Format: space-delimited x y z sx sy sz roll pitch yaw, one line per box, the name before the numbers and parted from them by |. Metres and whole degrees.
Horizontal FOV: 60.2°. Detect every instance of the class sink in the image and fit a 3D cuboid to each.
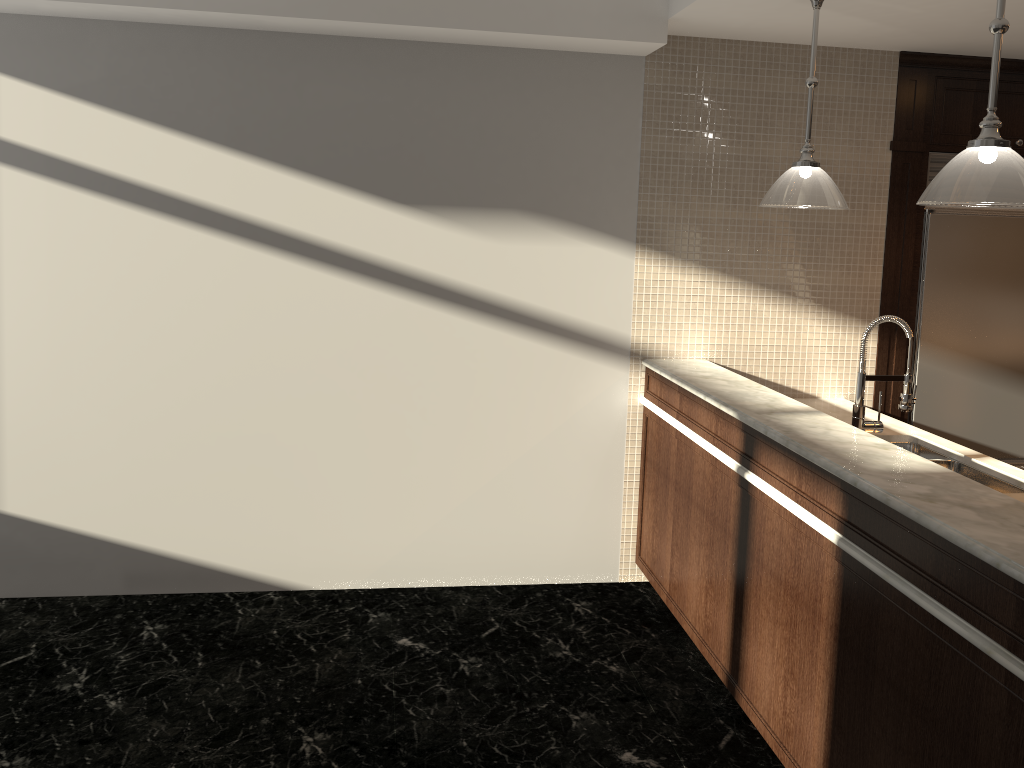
sink | 1.500 0.416 3.228 0.457 0.210 0.810 1 10 -9

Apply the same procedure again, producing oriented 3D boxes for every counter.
counter | 1.338 0.353 2.874 1.053 0.031 2.906 1 11 -9
counter | 0.988 0.170 2.795 0.328 0.031 2.891 1 11 -9

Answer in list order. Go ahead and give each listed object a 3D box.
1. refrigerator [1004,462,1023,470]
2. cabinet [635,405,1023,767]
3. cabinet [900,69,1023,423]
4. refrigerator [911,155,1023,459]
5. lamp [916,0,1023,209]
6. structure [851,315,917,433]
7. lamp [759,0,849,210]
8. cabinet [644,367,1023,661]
refrigerator | 2.411 0.683 4.545 0.901 0.567 0.148 1 6 -9
cabinet | 1.326 0.789 2.912 1.025 0.903 2.884 1 10 -9
cabinet | 2.819 -0.365 4.774 1.842 2.400 0.764 1 6 -9
refrigerator | 2.401 -0.127 4.739 0.889 2.102 0.694 1 6 -9
lamp | 1.232 -0.845 2.243 0.317 0.776 0.320 3 6 5
structure | 1.339 0.016 3.166 0.243 0.526 0.051 1 6 -9
lamp | 1.086 -1.033 3.212 0.317 0.776 0.320 3 6 5
cabinet | 0.983 0.259 2.814 0.292 0.151 2.873 1 11 -9
